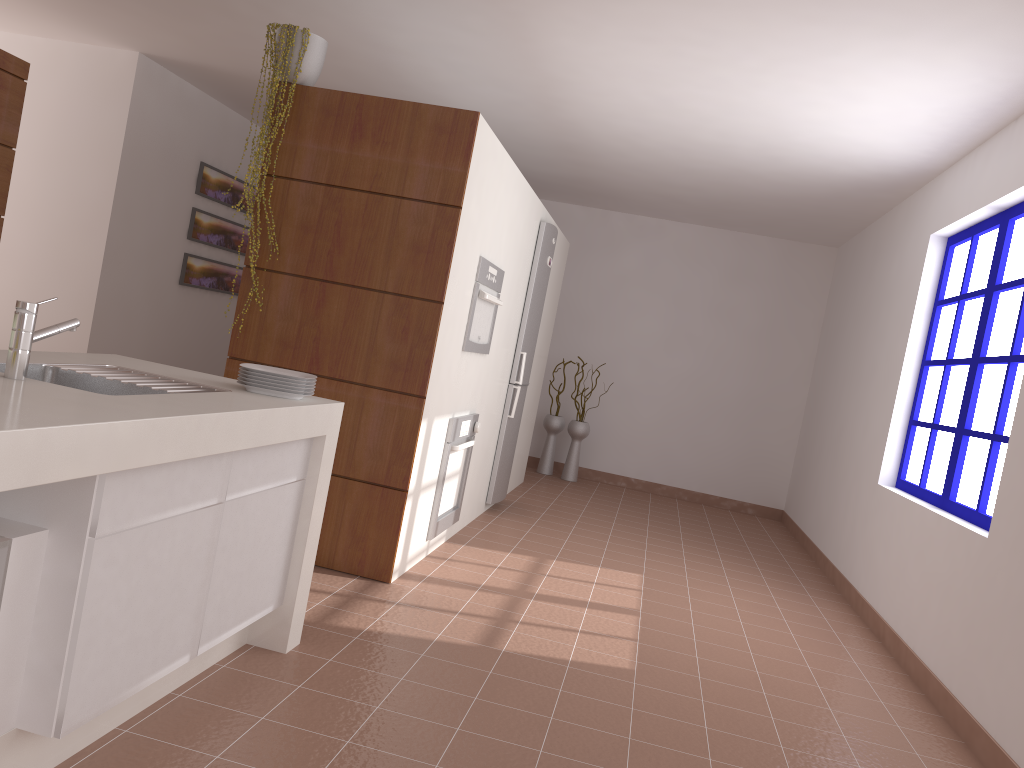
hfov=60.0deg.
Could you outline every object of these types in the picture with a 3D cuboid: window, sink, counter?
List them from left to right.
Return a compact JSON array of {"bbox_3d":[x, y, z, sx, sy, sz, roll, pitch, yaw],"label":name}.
[{"bbox_3d":[-1.188,0.381,1.865,0.821,0.800,2.156,11,2,9],"label":"counter"},{"bbox_3d":[-1.044,-0.020,2.264,0.404,0.368,0.668,11,2,9],"label":"sink"},{"bbox_3d":[2.179,-0.106,4.148,0.035,1.430,1.699,11,2,9],"label":"window"}]

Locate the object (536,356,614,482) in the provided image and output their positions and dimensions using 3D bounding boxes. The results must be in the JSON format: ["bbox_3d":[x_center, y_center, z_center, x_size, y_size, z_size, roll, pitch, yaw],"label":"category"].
[{"bbox_3d":[0.583,0.315,7.962,0.655,1.112,0.284,12,3,28],"label":"object"}]

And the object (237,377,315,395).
[{"bbox_3d":[-0.715,0.010,2.691,0.228,0.020,0.228,11,2,-9],"label":"object"}]

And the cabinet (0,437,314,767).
[{"bbox_3d":[-1.203,0.431,1.811,0.737,0.700,2.048,11,2,9],"label":"cabinet"}]

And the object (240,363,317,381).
[{"bbox_3d":[-0.708,-0.030,2.689,0.228,0.020,0.228,11,2,-9],"label":"object"}]

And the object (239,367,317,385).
[{"bbox_3d":[-0.710,-0.020,2.690,0.228,0.020,0.228,11,2,-9],"label":"object"}]

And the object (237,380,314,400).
[{"bbox_3d":[-0.717,0.020,2.691,0.228,0.020,0.228,11,2,-9],"label":"object"}]

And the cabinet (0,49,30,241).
[{"bbox_3d":[-3.252,-1.051,2.149,0.754,1.200,4.718,11,2,9],"label":"cabinet"}]

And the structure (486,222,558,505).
[{"bbox_3d":[0.091,-0.135,5.948,0.089,1.862,0.604,11,2,9],"label":"structure"}]

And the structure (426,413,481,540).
[{"bbox_3d":[-0.282,0.455,4.515,0.058,0.592,0.596,11,2,9],"label":"structure"}]

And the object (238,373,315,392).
[{"bbox_3d":[-0.713,0.000,2.691,0.228,0.020,0.228,11,2,-9],"label":"object"}]

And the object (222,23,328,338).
[{"bbox_3d":[-1.062,-0.862,3.835,0.297,1.344,0.279,10,3,-31],"label":"object"}]

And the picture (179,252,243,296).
[{"bbox_3d":[-2.391,-0.883,7.440,0.015,0.248,1.408,11,2,9],"label":"picture"}]

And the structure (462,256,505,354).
[{"bbox_3d":[-0.116,-0.376,4.477,0.056,0.454,0.614,11,2,9],"label":"structure"}]

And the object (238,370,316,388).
[{"bbox_3d":[-0.712,-0.010,2.690,0.228,0.020,0.228,11,2,-9],"label":"object"}]

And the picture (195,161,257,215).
[{"bbox_3d":[-2.258,-1.570,7.412,0.015,0.248,1.408,11,2,9],"label":"picture"}]

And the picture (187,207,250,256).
[{"bbox_3d":[-2.325,-1.226,7.426,0.015,0.248,1.408,11,2,9],"label":"picture"}]
